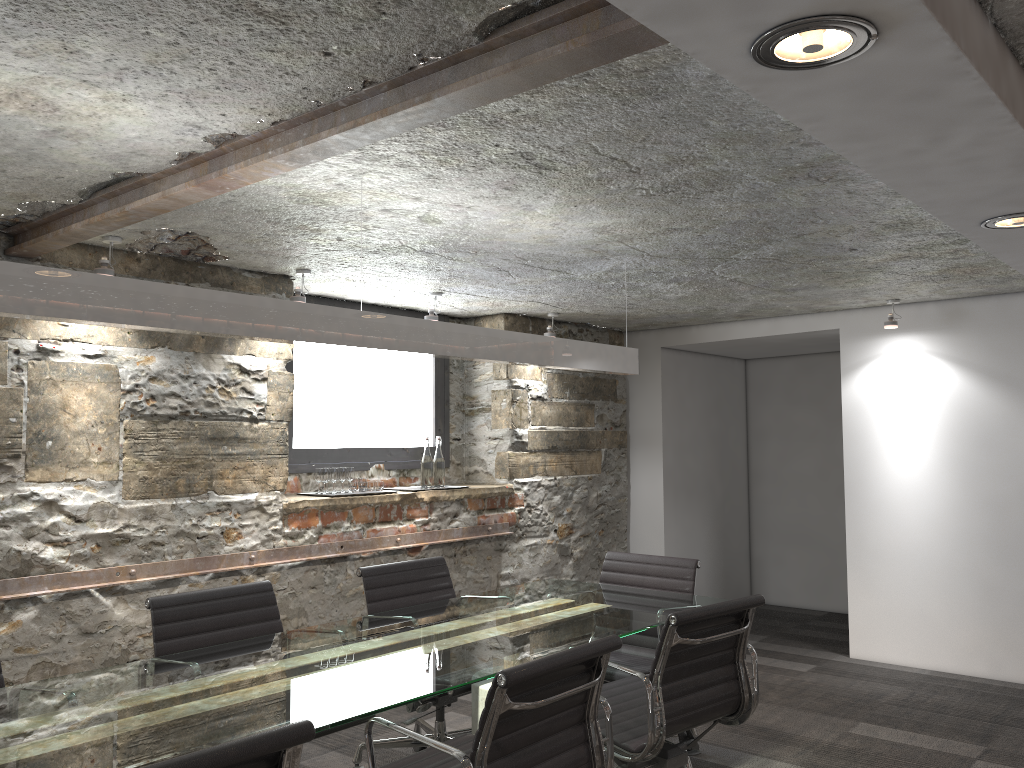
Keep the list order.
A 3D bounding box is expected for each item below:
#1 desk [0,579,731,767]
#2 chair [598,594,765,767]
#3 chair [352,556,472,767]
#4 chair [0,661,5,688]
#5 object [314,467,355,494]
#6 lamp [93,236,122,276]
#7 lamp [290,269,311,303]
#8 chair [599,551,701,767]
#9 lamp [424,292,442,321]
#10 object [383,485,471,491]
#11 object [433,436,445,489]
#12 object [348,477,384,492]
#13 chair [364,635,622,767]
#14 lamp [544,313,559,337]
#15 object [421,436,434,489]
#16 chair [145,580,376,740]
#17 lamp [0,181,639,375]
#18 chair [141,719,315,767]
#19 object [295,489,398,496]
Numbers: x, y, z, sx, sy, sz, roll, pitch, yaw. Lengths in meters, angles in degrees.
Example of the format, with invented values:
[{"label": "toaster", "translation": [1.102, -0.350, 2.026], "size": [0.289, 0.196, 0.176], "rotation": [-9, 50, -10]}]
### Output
[{"label": "desk", "translation": [-0.486, 1.161, 2.585], "size": [0.909, 0.711, 3.154], "rotation": [-4, -5, 40]}, {"label": "chair", "translation": [0.462, 1.112, 2.931], "size": [0.667, 0.837, 0.693], "rotation": [-3, -5, 38]}, {"label": "chair", "translation": [-0.256, 1.159, 3.563], "size": [0.667, 0.837, 0.693], "rotation": [-3, -4, 32]}, {"label": "chair", "translation": [-1.411, 1.077, 2.166], "size": [0.667, 0.837, 0.693], "rotation": [-2, -4, 27]}, {"label": "object", "translation": [-0.927, 0.503, 4.619], "size": [0.108, 0.131, 0.218], "rotation": [-3, -5, 39]}, {"label": "lamp", "translation": [-1.580, -0.490, 3.465], "size": [0.098, 0.165, 0.077], "rotation": [1, -4, -17]}, {"label": "lamp", "translation": [-0.991, -0.450, 4.155], "size": [0.098, 0.165, 0.077], "rotation": [1, -4, -17]}, {"label": "chair", "translation": [0.439, 1.162, 3.688], "size": [0.693, 0.837, 0.667], "rotation": [-3, -4, 33]}, {"label": "lamp", "translation": [-0.427, -0.411, 4.818], "size": [0.098, 0.165, 0.077], "rotation": [1, -4, -17]}, {"label": "object", "translation": [-0.506, 0.602, 5.130], "size": [0.310, 0.007, 0.457], "rotation": [-4, -5, 40]}, {"label": "object", "translation": [-0.425, 0.455, 5.137], "size": [0.073, 0.300, 0.073], "rotation": [-1, -4, 9]}, {"label": "object", "translation": [-0.793, 0.542, 4.785], "size": [0.191, 0.072, 0.111], "rotation": [3, -5, -42]}, {"label": "chair", "translation": [-0.084, 1.075, 2.285], "size": [0.667, 0.837, 0.693], "rotation": [-3, -4, 30]}, {"label": "lamp", "translation": [0.249, -0.365, 5.611], "size": [0.098, 0.165, 0.077], "rotation": [1, -4, -17]}, {"label": "object", "translation": [-0.485, 0.450, 5.067], "size": [0.073, 0.300, 0.073], "rotation": [-1, -4, 9]}, {"label": "chair", "translation": [-0.839, 1.120, 2.906], "size": [0.667, 0.837, 0.693], "rotation": [-3, -4, 31]}, {"label": "lamp", "translation": [-0.501, -0.371, 2.686], "size": [0.073, 0.524, 3.159], "rotation": [-4, -5, 40]}, {"label": "chair", "translation": [-0.729, 1.035, 1.601], "size": [0.667, 0.837, 0.693], "rotation": [-3, -4, 31]}, {"label": "object", "translation": [-0.871, 0.577, 4.702], "size": [0.310, 0.007, 0.457], "rotation": [-4, -5, 40]}]
